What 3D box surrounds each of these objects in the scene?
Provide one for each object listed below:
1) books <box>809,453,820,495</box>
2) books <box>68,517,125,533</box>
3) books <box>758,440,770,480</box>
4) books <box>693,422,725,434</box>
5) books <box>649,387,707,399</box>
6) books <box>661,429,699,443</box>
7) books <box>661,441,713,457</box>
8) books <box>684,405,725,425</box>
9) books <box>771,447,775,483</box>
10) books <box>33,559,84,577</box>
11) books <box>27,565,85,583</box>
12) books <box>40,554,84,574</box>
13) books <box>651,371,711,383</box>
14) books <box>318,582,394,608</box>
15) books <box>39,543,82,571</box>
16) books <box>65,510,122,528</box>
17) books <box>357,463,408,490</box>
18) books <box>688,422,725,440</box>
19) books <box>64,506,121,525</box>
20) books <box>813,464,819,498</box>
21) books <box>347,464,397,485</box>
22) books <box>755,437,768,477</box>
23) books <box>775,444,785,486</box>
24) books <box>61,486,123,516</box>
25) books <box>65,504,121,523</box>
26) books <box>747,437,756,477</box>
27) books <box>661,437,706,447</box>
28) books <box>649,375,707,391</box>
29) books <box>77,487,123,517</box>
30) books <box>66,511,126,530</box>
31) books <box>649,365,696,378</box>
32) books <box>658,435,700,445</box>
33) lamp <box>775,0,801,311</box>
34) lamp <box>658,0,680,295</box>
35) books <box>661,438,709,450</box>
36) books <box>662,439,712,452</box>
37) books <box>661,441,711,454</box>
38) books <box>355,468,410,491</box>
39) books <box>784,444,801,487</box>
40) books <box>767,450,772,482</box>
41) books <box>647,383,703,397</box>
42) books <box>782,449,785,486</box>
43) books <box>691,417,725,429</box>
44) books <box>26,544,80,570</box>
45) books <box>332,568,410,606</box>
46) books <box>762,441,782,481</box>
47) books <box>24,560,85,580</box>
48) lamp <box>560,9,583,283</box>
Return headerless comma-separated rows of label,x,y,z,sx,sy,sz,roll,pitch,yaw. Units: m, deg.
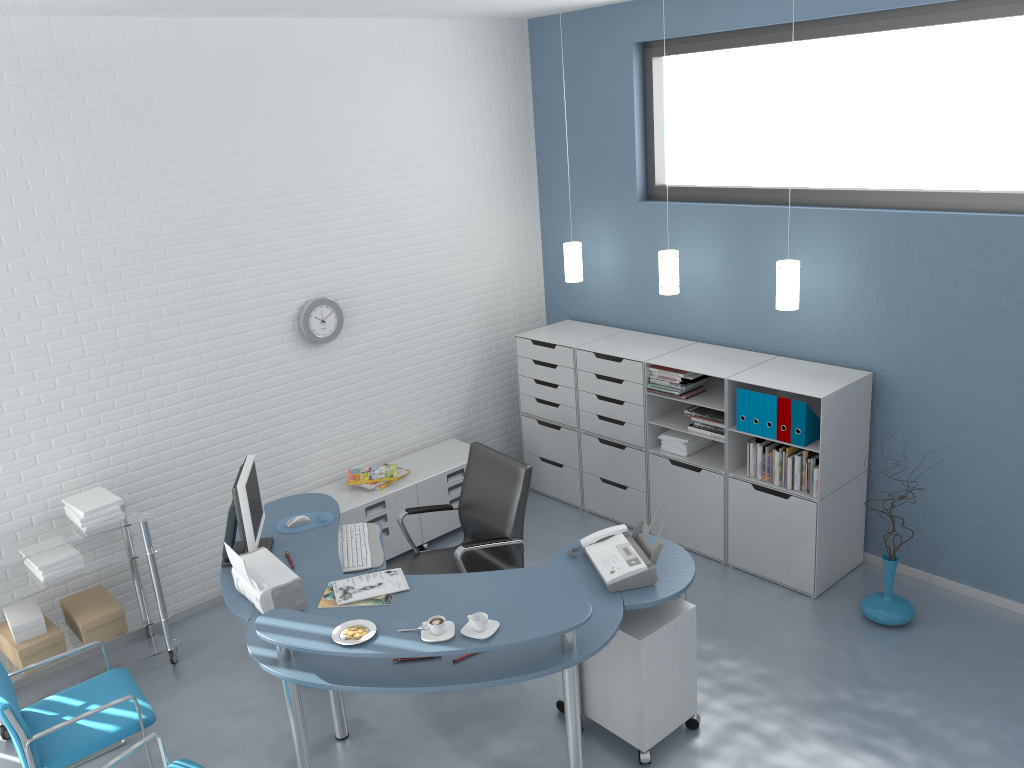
books,1.626,0.467,4.691,0.157,0.203,0.032,-19,23,-39
books,-2.069,0.661,4.410,0.190,0.015,0.270,-19,23,-39
books,1.416,0.414,4.918,0.157,0.198,0.022,-19,23,-39
books,1.205,0.231,5.123,0.212,0.023,0.224,-19,23,-39
books,0.992,0.034,5.297,0.209,0.019,0.265,-19,23,-39
books,1.063,0.291,5.399,0.190,0.015,0.270,12,24,42
books,1.069,0.376,5.426,0.270,0.015,0.190,-19,23,-39
books,1.176,0.164,5.120,0.224,0.041,0.283,-19,23,-39
books,1.474,0.429,4.865,0.146,0.193,0.032,-19,23,-39
books,-2.230,0.853,4.327,0.190,0.015,0.270,-19,22,-38
books,-2.232,0.884,4.328,0.190,0.015,0.270,-19,23,-40
books,-2.228,0.840,4.317,0.190,0.015,0.270,-19,23,-40
books,1.004,-0.065,5.261,0.187,0.034,0.298,-19,23,-39
books,-0.639,0.873,3.703,0.300,0.005,0.200,-3,17,4
books,-2.235,0.825,4.318,0.190,0.015,0.270,-18,22,-37
books,-2.075,0.635,4.393,0.190,0.015,0.270,-18,22,-37
books,-0.830,0.574,5.528,0.210,0.020,0.300,12,24,41
books,1.193,0.255,5.146,0.212,0.034,0.265,-19,23,-39
books,-2.079,0.619,4.393,0.190,0.015,0.270,-19,23,-39
books,1.640,0.494,4.667,0.178,0.163,0.032,-19,23,-39
books,-0.865,0.563,5.505,0.300,0.020,0.210,-6,18,-6
books,1.403,0.392,4.939,0.138,0.229,0.032,-19,23,-39
books,1.489,0.426,4.830,0.166,0.217,0.038,-19,23,-39
books,-2.075,0.575,4.383,0.270,0.015,0.190,12,24,42
books,-2.074,0.606,4.384,0.190,0.015,0.270,-18,22,-36
books,1.373,0.400,4.963,0.157,0.203,0.040,-19,23,-39
books,1.073,0.319,5.406,0.270,0.015,0.190,-18,22,-36
books,0.986,-0.028,5.277,0.212,0.044,0.265,-19,23,-39
books,-2.072,0.585,4.400,0.190,0.015,0.270,-19,23,-39
books,-2.070,0.647,4.405,0.270,0.015,0.190,13,24,43
books,0.979,-0.094,5.259,0.212,0.024,0.258,-19,23,-39
books,1.050,0.305,5.405,0.270,0.015,0.190,-19,23,-39
lamp,1.424,-1.259,4.528,0.120,1.786,0.120,-2,18,8
lamp,0.889,-1.400,5.105,0.120,1.786,0.120,-2,18,8
books,1.069,0.335,5.405,0.270,0.015,0.190,-19,23,-39
books,1.075,0.348,5.413,0.270,0.015,0.190,-18,22,-37
books,1.068,0.362,5.421,0.190,0.015,0.270,13,24,43
books,-0.814,0.585,5.557,0.210,0.020,0.300,7,21,32
books,1.522,0.419,4.794,0.157,0.247,0.021,-19,23,-39
books,1.453,0.436,4.883,0.157,0.172,0.021,-19,23,-39
books,0.972,0.010,5.291,0.234,0.034,0.240,-19,23,-39
books,1.512,0.436,4.815,0.155,0.203,0.017,-19,23,-39
books,1.199,0.199,5.128,0.197,0.034,0.251,-19,23,-39
books,-2.239,0.817,4.292,0.270,0.015,0.190,13,24,43
books,-0.600,0.854,3.749,0.300,0.010,0.200,-9,18,-15
books,1.434,0.416,4.898,0.157,0.203,0.032,-19,23,-39
books,-2.233,0.870,4.323,0.270,0.015,0.190,12,24,42
lamp,0.353,-1.541,5.683,0.120,1.786,0.120,-2,18,8
